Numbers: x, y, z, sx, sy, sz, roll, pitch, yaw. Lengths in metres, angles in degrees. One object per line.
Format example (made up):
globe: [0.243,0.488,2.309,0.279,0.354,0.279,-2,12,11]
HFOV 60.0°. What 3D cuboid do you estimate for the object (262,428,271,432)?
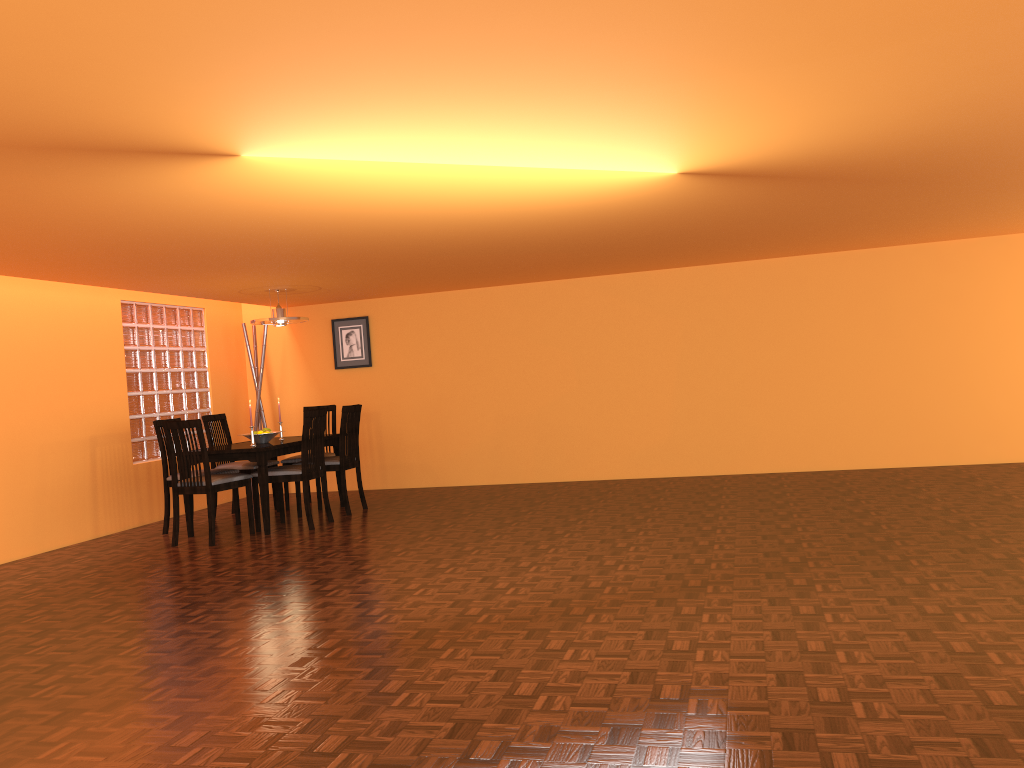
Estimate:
object: [-1.801,0.355,6.508,0.069,0.066,0.069,-4,0,25]

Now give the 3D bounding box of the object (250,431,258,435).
object: [-1.852,0.379,6.419,0.089,0.076,0.087,-4,0,21]

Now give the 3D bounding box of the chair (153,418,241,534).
chair: [-2.245,0.640,6.308,0.465,0.809,0.373,-4,0,15]

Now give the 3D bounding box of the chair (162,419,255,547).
chair: [-1.986,0.625,5.783,0.373,0.809,0.465,-4,0,20]

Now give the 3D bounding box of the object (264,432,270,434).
object: [-1.764,0.365,6.381,0.055,0.046,0.046,-4,0,-22]

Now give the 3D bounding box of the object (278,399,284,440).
object: [-1.755,0.258,6.708,0.044,0.326,0.044,-4,0,3]

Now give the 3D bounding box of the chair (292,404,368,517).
chair: [-1.361,0.573,6.670,0.465,0.809,0.373,-4,0,15]

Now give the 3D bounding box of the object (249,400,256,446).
object: [-1.811,0.266,6.163,0.044,0.326,0.044,-4,0,3]

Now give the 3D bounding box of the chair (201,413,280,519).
chair: [-2.100,0.626,6.866,0.465,0.809,0.373,-4,0,15]

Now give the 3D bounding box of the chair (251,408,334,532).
chair: [-1.507,0.587,6.112,0.465,0.809,0.373,-4,0,15]

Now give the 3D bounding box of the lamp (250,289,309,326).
lamp: [-1.782,-0.581,6.776,0.435,0.274,0.435,-4,0,37]

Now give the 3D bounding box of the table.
table: [-1.768,0.717,6.476,0.697,0.584,1.259,-4,0,15]

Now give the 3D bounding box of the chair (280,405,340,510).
chair: [-1.608,0.587,7.195,0.373,0.809,0.465,-4,0,10]

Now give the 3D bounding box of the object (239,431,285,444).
object: [-1.815,0.392,6.438,0.337,0.072,0.337,-4,0,-19]

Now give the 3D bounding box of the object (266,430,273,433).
object: [-1.756,0.365,6.442,0.055,0.070,0.066,-4,0,-4]

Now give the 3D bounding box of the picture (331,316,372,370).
picture: [-1.448,-0.370,8.001,0.361,0.456,0.014,-4,0,15]

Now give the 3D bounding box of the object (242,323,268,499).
object: [-2.255,0.242,7.970,0.308,1.589,0.226,-4,0,37]

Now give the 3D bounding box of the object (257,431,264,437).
object: [-1.798,0.356,6.343,0.046,0.046,0.055,-4,0,-2]
